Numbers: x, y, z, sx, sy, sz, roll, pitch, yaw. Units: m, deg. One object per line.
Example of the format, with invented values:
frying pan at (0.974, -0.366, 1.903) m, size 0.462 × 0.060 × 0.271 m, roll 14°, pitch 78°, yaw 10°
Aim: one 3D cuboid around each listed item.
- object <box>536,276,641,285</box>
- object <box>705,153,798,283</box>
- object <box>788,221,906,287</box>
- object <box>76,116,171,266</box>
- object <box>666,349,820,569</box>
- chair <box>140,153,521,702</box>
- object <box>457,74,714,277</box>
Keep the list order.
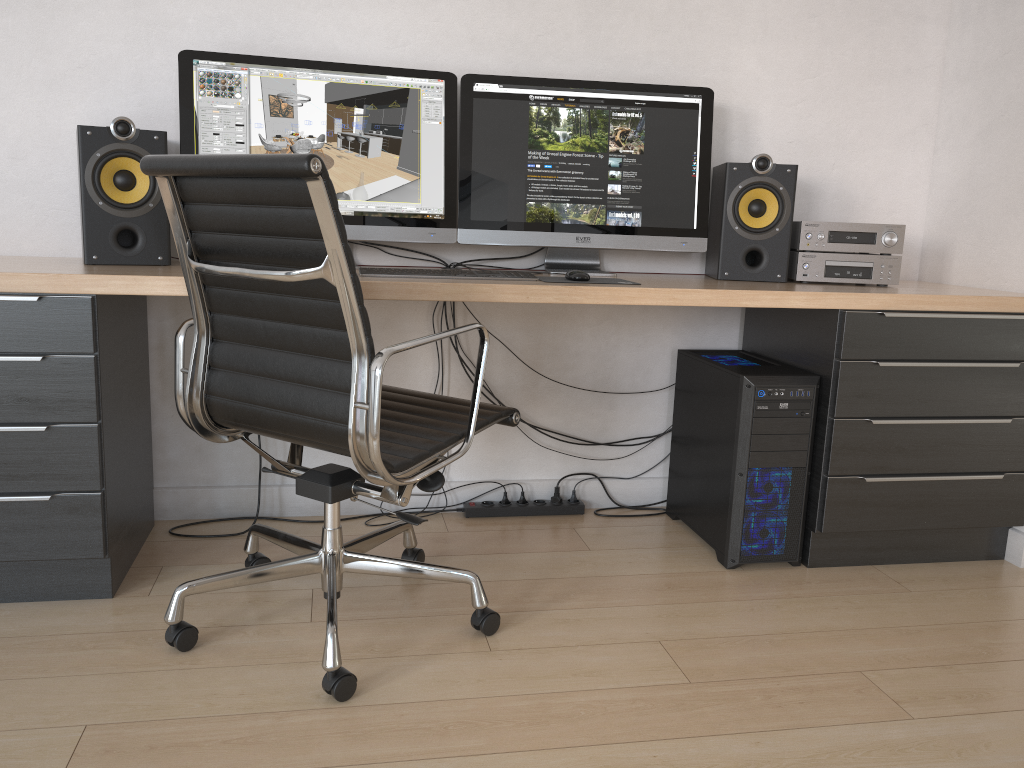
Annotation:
object at (0.185, -0.267, 2.283) m, size 0.250 × 0.002 × 0.200 m, roll 0°, pitch 11°, yaw -11°
object at (0.698, -0.486, 2.604) m, size 0.198 × 0.354 × 0.249 m, roll 3°, pitch 11°, yaw 3°
object at (0.960, -0.387, 2.614) m, size 0.285 × 0.174 × 0.270 m, roll 3°, pitch 11°, yaw 3°
object at (-0.988, -0.486, 2.253) m, size 0.198 × 0.354 × 0.249 m, roll -3°, pitch 12°, yaw -26°
object at (0.646, 0.197, 2.545) m, size 0.215 × 0.527 × 0.474 m, roll 0°, pitch 11°, yaw -11°
chair at (-0.388, 0.036, 1.920) m, size 0.664 × 0.991 × 0.699 m, roll 11°, pitch 14°, yaw 38°
object at (0.204, -0.583, 2.527) m, size 0.716 × 0.535 × 0.190 m, roll 1°, pitch 11°, yaw -7°
